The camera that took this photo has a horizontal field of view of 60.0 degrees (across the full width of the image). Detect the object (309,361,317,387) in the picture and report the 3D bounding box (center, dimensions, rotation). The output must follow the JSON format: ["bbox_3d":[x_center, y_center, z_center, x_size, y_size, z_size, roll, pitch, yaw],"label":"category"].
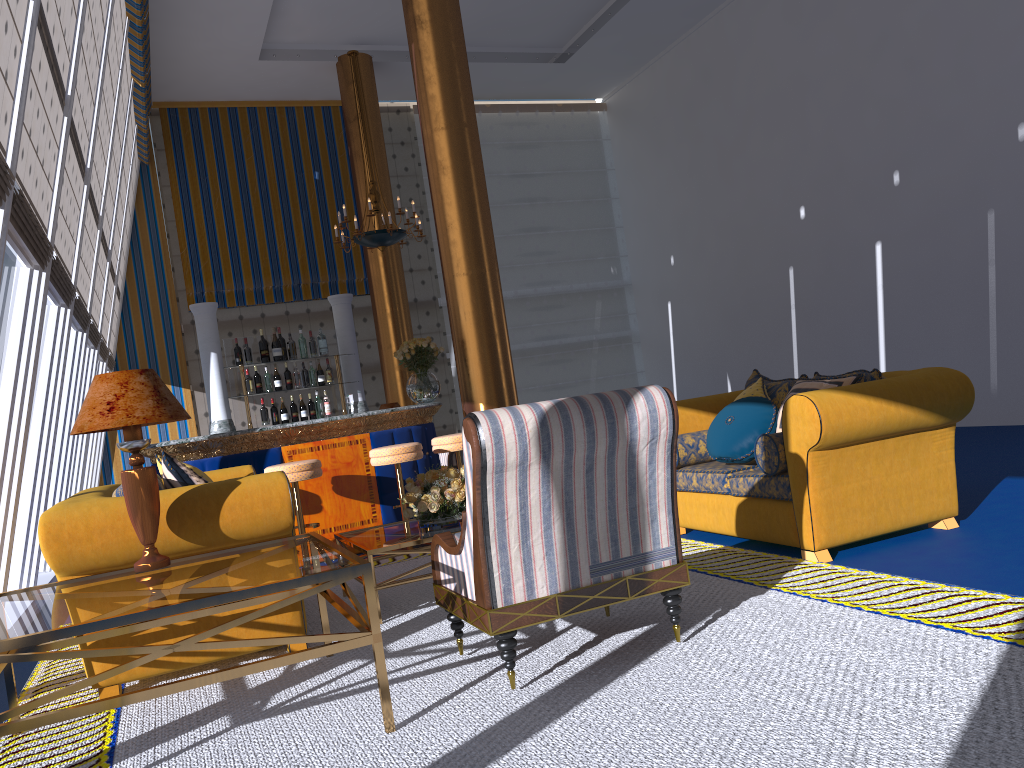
[{"bbox_3d":[-1.801,-0.091,8.000,0.058,0.230,0.059,-8,0,27],"label":"object"}]

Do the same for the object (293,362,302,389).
[{"bbox_3d":[-1.917,-0.080,7.895,0.056,0.239,0.057,-8,0,42],"label":"object"}]

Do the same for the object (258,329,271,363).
[{"bbox_3d":[-2.182,-0.334,7.789,0.082,0.303,0.081,-8,0,-17],"label":"object"}]

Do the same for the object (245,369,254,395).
[{"bbox_3d":[-2.278,-0.021,7.676,0.065,0.225,0.066,-8,0,37],"label":"object"}]

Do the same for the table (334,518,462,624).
[{"bbox_3d":[-0.400,0.965,4.949,0.981,0.369,0.900,-8,-1,-22],"label":"table"}]

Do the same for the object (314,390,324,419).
[{"bbox_3d":[-1.753,0.188,8.040,0.068,0.269,0.069,-8,0,28],"label":"object"}]

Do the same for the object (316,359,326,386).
[{"bbox_3d":[-1.737,-0.105,8.028,0.069,0.244,0.068,-8,0,-41],"label":"object"}]

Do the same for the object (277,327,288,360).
[{"bbox_3d":[-2.048,-0.354,7.871,0.081,0.303,0.081,-8,0,-5],"label":"object"}]

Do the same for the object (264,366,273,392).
[{"bbox_3d":[-2.141,-0.043,7.776,0.058,0.230,0.059,-8,0,27],"label":"object"}]

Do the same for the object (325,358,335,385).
[{"bbox_3d":[-1.663,-0.115,8.063,0.072,0.244,0.072,-8,0,-2],"label":"object"}]

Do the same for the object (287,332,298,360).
[{"bbox_3d":[-1.965,-0.336,7.906,0.075,0.247,0.077,-8,0,32],"label":"object"}]

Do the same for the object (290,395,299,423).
[{"bbox_3d":[-1.939,0.221,7.876,0.066,0.244,0.065,-8,0,-41],"label":"object"}]

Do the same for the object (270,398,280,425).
[{"bbox_3d":[-2.093,0.246,7.806,0.066,0.244,0.065,-8,0,-18],"label":"object"}]

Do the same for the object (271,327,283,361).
[{"bbox_3d":[-2.084,-0.348,7.830,0.086,0.302,0.084,-8,0,-28],"label":"object"}]

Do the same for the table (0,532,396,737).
[{"bbox_3d":[-1.193,0.967,3.149,1.246,0.549,1.143,-8,-1,-22],"label":"table"}]

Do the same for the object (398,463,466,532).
[{"bbox_3d":[-0.406,0.625,4.858,0.459,0.388,0.499,-8,-1,-41],"label":"object"}]

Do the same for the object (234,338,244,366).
[{"bbox_3d":[-2.385,-0.279,7.717,0.066,0.244,0.065,-8,0,-18],"label":"object"}]

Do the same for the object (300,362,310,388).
[{"bbox_3d":[-1.859,-0.083,7.952,0.072,0.232,0.071,-8,0,-43],"label":"object"}]

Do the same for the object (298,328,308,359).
[{"bbox_3d":[-1.875,-0.363,7.937,0.069,0.271,0.069,-8,0,-12],"label":"object"}]

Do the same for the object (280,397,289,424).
[{"bbox_3d":[-2.019,0.236,7.838,0.069,0.244,0.068,-8,0,-41],"label":"object"}]

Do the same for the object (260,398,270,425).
[{"bbox_3d":[-2.163,0.239,7.739,0.072,0.242,0.070,-8,0,-40],"label":"object"}]

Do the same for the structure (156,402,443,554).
[{"bbox_3d":[-1.510,0.811,7.002,2.332,1.065,0.762,-8,0,-33],"label":"structure"}]

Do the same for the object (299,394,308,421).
[{"bbox_3d":[-1.873,0.212,7.933,0.069,0.244,0.068,-8,0,-41],"label":"object"}]

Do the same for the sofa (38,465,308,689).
[{"bbox_3d":[-1.694,0.904,4.513,1.008,0.854,1.833,-8,-1,-22],"label":"sofa"}]

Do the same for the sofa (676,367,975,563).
[{"bbox_3d":[1.618,0.432,5.162,1.018,0.854,1.835,-8,-1,-20],"label":"sofa"}]

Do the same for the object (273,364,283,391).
[{"bbox_3d":[-2.070,-0.057,7.809,0.069,0.244,0.068,-8,0,-41],"label":"object"}]

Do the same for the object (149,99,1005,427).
[{"bbox_3d":[0.085,-7.173,6.524,63.602,33.601,62.948,-8,-1,-16],"label":"object"}]

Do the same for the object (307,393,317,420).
[{"bbox_3d":[-1.805,0.206,7.984,0.066,0.244,0.065,-8,0,-41],"label":"object"}]

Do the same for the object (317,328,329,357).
[{"bbox_3d":[-1.730,-0.381,8.082,0.092,0.259,0.091,-8,0,-39],"label":"object"}]

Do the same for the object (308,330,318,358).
[{"bbox_3d":[-1.805,-0.362,8.007,0.072,0.246,0.073,-8,0,27],"label":"object"}]

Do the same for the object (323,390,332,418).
[{"bbox_3d":[-1.685,0.183,8.079,0.062,0.258,0.061,-8,0,-22],"label":"object"}]

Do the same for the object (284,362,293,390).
[{"bbox_3d":[-1.988,-0.072,7.861,0.066,0.244,0.065,-8,0,-41],"label":"object"}]

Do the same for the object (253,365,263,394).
[{"bbox_3d":[-2.218,-0.040,7.730,0.066,0.244,0.065,-8,0,-41],"label":"object"}]

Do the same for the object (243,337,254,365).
[{"bbox_3d":[-2.324,-0.287,7.789,0.072,0.246,0.073,-8,0,27],"label":"object"}]
